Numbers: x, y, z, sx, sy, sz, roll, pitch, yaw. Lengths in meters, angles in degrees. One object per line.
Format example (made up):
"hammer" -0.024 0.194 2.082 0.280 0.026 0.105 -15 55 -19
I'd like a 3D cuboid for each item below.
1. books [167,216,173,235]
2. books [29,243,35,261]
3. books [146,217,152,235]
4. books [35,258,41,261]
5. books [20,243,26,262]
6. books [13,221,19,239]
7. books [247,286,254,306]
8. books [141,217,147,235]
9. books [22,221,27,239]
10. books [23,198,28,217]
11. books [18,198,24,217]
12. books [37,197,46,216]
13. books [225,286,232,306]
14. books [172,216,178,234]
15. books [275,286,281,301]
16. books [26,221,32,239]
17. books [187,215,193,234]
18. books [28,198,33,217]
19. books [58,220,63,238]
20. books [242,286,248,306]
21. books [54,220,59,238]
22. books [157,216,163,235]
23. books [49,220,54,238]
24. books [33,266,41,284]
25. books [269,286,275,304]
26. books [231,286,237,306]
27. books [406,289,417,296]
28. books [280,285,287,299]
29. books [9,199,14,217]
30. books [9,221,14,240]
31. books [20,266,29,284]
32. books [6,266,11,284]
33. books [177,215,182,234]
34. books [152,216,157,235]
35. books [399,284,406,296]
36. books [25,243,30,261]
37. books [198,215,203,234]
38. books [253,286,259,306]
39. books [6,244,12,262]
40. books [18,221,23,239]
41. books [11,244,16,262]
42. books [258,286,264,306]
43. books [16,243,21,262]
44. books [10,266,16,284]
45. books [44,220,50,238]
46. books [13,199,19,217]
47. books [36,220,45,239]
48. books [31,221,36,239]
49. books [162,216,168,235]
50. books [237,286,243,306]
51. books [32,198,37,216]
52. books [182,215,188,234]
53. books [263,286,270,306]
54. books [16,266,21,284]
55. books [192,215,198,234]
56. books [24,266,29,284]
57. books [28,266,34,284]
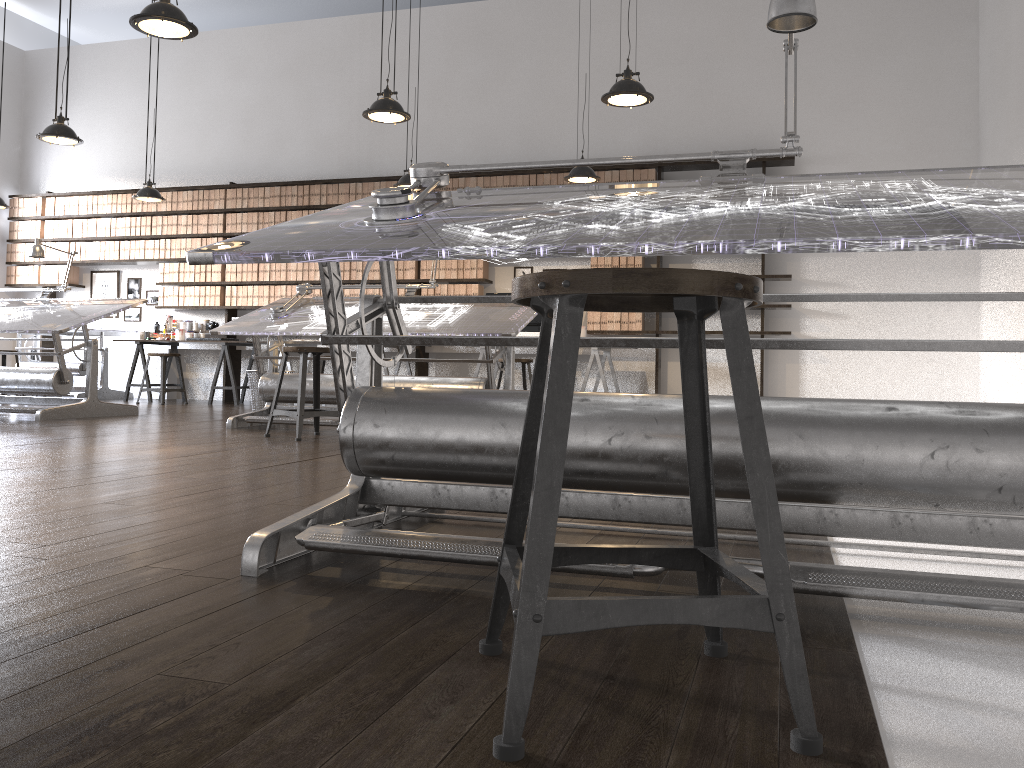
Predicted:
"books" -3.895 -1.817 10.232 0.067 0.226 0.174 1 -1 17
"books" -5.785 -1.595 10.798 0.067 0.226 0.174 1 -1 17
"books" -4.172 -1.824 10.312 0.067 0.226 0.174 1 -1 17
"books" -5.712 -1.593 10.781 0.067 0.226 0.174 1 -1 17
"books" -5.924 -1.598 10.841 0.067 0.226 0.174 1 -1 17
"books" -6.033 -1.875 10.887 0.067 0.226 0.174 1 -1 17
"books" -2.869 -0.974 9.874 0.067 0.226 0.174 1 -1 17
"books" -4.241 -1.825 10.339 0.067 0.226 0.174 1 -1 17
"books" -5.903 -1.872 10.850 0.067 0.226 0.174 1 -1 17
"books" -5.897 -2.149 10.863 0.067 0.226 0.174 1 -1 17
"books" -5.965 -2.151 10.880 0.067 0.226 0.174 1 -1 17
"books" -5.695 -2.144 10.797 0.067 0.226 0.174 1 -1 17
"books" -3.139 -0.981 9.956 0.067 0.226 0.174 1 -1 17
"books" -3.832 -1.815 10.207 0.067 0.226 0.174 1 -1 17
"books" -2.542 -0.966 9.779 0.067 0.226 0.174 1 -1 17
"books" -5.840 -1.870 10.826 0.067 0.226 0.174 1 -1 17
"books" -3.639 -1.810 10.148 0.067 0.226 0.174 1 -1 17
"books" -5.831 -2.148 10.841 0.067 0.226 0.174 1 -1 17
"books" -5.379 -1.853 10.688 0.067 0.226 0.174 1 -1 17
"books" -2.935 -0.976 9.899 0.067 0.226 0.174 1 -1 17
"books" -5.441 -1.855 10.702 0.067 0.226 0.174 1 -1 17
"books" -4.032 -1.820 10.270 0.067 0.226 0.174 1 -1 17
"books" -5.510 -1.856 10.724 0.067 0.226 0.174 1 -1 17
"books" -5.720 -1.316 10.767 0.067 0.226 0.174 1 -1 17
"books" -2.610 -0.968 9.799 0.067 0.226 0.174 1 -1 17
"books" -3.069 -0.979 9.938 0.067 0.226 0.174 1 -1 17
"books" -1.053 -0.929 9.316 0.067 0.226 0.174 1 -1 17
"books" -2.476 -0.965 9.754 0.067 0.226 0.174 1 -1 17
"books" -6.104 -2.154 10.919 0.067 0.226 0.174 1 -1 17
"books" -6.099 -1.877 10.911 0.067 0.226 0.174 1 -1 17
"books" -5.919 -1.321 10.830 0.067 0.226 0.174 1 -1 17
"books" -6.123 -1.326 10.895 0.067 0.226 0.174 1 -1 17
"books" -3.767 -1.814 10.192 0.067 0.226 0.174 1 -1 17
"books" -4.098 -1.822 10.296 0.067 0.226 0.174 1 -1 17
"books" -1.128 -0.931 9.338 0.067 0.226 0.174 1 -1 17
"books" -5.855 -1.597 10.825 0.067 0.226 0.174 1 -1 17
"books" -3.503 -1.807 10.113 0.067 0.226 0.174 1 -1 17
"books" -2.799 -0.972 9.855 0.067 0.226 0.174 1 -1 17
"books" -6.124 -1.603 10.901 0.067 0.226 0.174 1 -1 17
"books" -5.963 -1.873 10.867 0.067 0.226 0.174 1 -1 17
"books" -6.058 -1.602 10.887 0.067 0.226 0.174 1 -1 17
"books" -2.739 -0.971 9.838 0.067 0.226 0.174 1 -1 17
"books" -5.991 -1.600 10.866 0.067 0.226 0.174 1 -1 17
"books" -6.053 -1.324 10.868 0.067 0.226 0.174 1 -1 17
"books" -5.578 -1.858 10.748 0.067 0.226 0.174 1 -1 17
"books" -6.035 -2.153 10.898 0.067 0.226 0.174 1 -1 17
"books" -5.706 -1.867 10.791 0.067 0.226 0.174 1 -1 17
"books" -5.774 -1.869 10.812 0.067 0.226 0.174 1 -1 17
"books" -3.963 -1.818 10.253 0.067 0.226 0.174 1 -1 17
"books" -3.001 -0.978 9.921 0.067 0.226 0.174 1 -1 17
"books" -5.765 -2.146 10.816 0.067 0.226 0.174 1 -1 17
"books" -3.708 -1.812 10.171 0.067 0.226 0.174 1 -1 17
"books" -2.676 -0.969 9.814 0.067 0.226 0.174 1 -1 17
"books" -5.981 -1.322 10.851 0.067 0.226 0.174 1 -1 17
"books" -3.571 -1.809 10.131 0.067 0.226 0.174 1 -1 17
"books" -5.860 -1.319 10.807 0.067 0.226 0.174 1 -1 17
"books" -5.791 -1.317 10.786 0.067 0.226 0.174 1 -1 17
